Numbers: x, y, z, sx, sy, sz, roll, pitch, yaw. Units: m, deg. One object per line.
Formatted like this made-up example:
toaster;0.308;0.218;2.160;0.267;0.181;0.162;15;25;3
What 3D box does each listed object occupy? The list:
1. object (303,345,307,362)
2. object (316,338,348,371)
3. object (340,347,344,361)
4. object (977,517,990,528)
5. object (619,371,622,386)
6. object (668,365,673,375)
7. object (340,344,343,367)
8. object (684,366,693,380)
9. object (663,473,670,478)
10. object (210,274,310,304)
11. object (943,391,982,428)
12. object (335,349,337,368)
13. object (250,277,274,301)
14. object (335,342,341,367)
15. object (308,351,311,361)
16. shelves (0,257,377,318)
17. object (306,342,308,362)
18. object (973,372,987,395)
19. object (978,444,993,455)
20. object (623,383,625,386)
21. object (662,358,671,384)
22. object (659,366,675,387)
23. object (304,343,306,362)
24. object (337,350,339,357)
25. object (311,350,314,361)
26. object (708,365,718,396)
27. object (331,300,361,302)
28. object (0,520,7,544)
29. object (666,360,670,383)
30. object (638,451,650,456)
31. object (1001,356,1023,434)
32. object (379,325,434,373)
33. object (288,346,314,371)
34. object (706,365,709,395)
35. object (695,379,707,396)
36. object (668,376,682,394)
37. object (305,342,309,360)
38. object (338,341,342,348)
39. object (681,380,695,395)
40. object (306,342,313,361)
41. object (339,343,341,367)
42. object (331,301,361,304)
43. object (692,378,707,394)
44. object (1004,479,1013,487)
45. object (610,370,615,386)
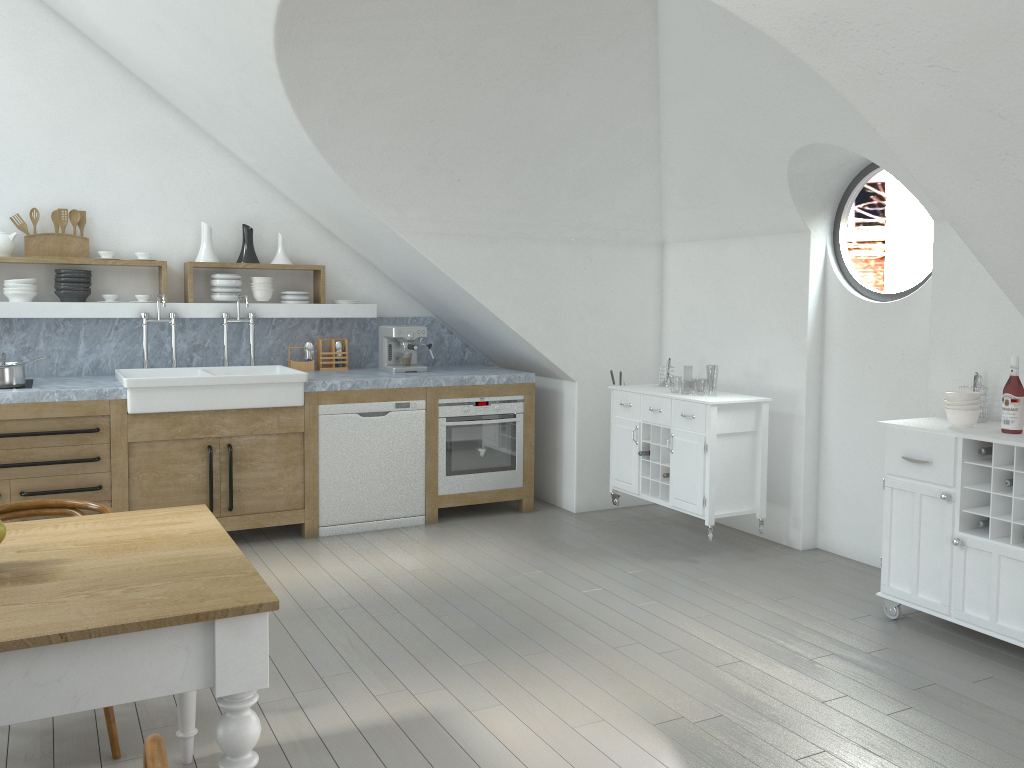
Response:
object;-1.418;-0.179;6.099;0.019;0.178;0.044;2;4;27
object;-1.264;-0.210;6.234;0.200;0.222;0.104;-2;5;-28
object;-1.201;-0.192;6.260;0.019;0.178;0.044;4;5;40
object;2.123;0.587;3.761;0.331;0.085;0.156;-2;6;-27
object;0.724;0.047;5.894;0.029;0.268;0.088;0;4;-1
object;1.028;-0.068;5.849;0.029;0.136;0.097;-1;4;-24
object;-1.201;-0.199;6.239;0.022;0.195;0.019;-1;4;-27
object;1.074;-0.026;5.409;0.048;0.169;0.048;-3;5;-40
object;1.049;0.548;5.388;0.317;0.083;0.082;-2;5;-28
object;-1.698;-0.640;6.003;0.657;0.195;0.198;-2;5;-28
object;2.011;0.112;3.960;0.158;0.160;0.154;1;4;0
object;-1.239;-0.192;6.254;0.019;0.178;0.044;-2;4;-30
object;-1.686;-0.640;5.982;0.158;0.160;0.154;1;4;0
object;-1.216;-0.201;6.216;0.040;0.192;0.042;2;4;22
object;-1.399;-0.190;6.117;0.018;0.195;0.023;-2;4;-33
shelves;-3.388;-1.049;4.944;5.552;1.359;0.480;-3;5;-33
object;-1.417;-0.191;6.128;0.018;0.196;0.020;-1;4;-18
object;2.164;0.051;4.149;0.065;0.208;0.115;-1;4;-25
object;2.109;0.280;3.766;0.359;0.094;0.093;-2;5;-27
object;0.745;0.106;5.918;0.038;0.262;0.038;1;4;5
object;1.021;-0.084;5.857;0.054;0.174;0.039;-1;4;-28
object;1.021;-0.048;5.848;0.067;0.137;0.101;-2;5;-28
object;-1.422;-0.190;6.118;0.022;0.195;0.019;-2;5;-39
object;-1.223;-0.200;6.246;0.018;0.195;0.023;-1;4;-20
object;-1.382;-0.180;6.113;0.019;0.178;0.044;-3;5;-43
object;1.191;-0.020;5.257;0.063;0.186;0.063;-3;5;-42
object;-1.176;-0.581;6.294;0.213;0.025;0.213;-4;7;-40
object;-1.234;0.351;2.086;0.076;0.076;0.077;3;5;29
object;1.023;-0.079;5.822;0.024;0.164;0.039;0;4;-15
object;0.925;0.430;5.539;0.317;0.085;0.082;-2;5;-27
object;2.136;0.046;3.775;0.081;0.329;0.081;-2;4;-32
object;-0.711;-0.241;6.165;0.324;0.320;0.387;-2;5;-28
object;-1.456;-0.176;6.123;0.173;0.171;0.100;-2;5;-26
object;1.192;-0.022;5.321;0.054;0.178;0.054;4;5;39
object;1.127;0.020;5.296;0.071;0.098;0.071;0;4;-5
object;0.993;0.006;5.398;0.081;0.105;0.082;-1;4;-14
object;-1.412;-0.195;6.144;0.040;0.192;0.042;1;4;10
object;-1.229;-0.205;6.264;0.040;0.192;0.042;2;4;21
object;1.062;0.022;5.347;0.077;0.085;0.077;-3;6;-40
object;-1.390;-0.191;6.100;0.040;0.192;0.042;1;4;9
object;-1.208;-0.199;6.231;0.018;0.196;0.020;0;4;-6
object;-1.176;-0.572;6.295;0.213;0.025;0.213;-4;7;-40
object;1.145;0.015;5.385;0.093;0.093;0.094;-3;6;-40
object;2.161;0.399;3.687;0.331;0.085;0.085;-2;5;-28
object;0.699;0.042;5.942;0.088;0.268;0.029;3;5;35
